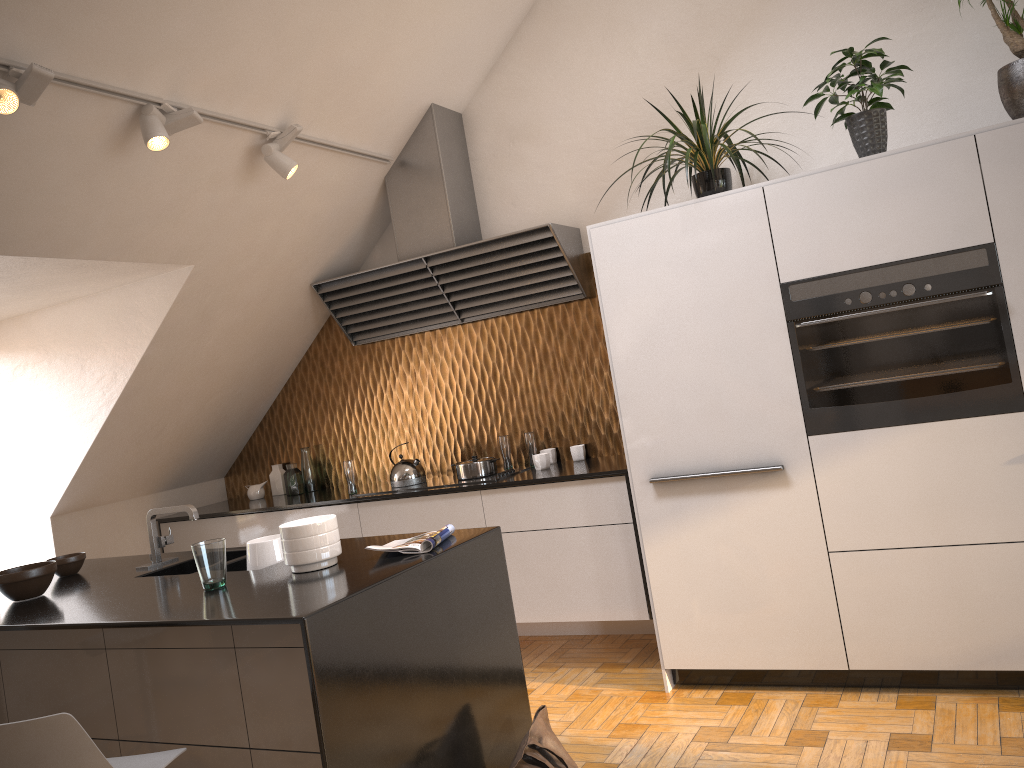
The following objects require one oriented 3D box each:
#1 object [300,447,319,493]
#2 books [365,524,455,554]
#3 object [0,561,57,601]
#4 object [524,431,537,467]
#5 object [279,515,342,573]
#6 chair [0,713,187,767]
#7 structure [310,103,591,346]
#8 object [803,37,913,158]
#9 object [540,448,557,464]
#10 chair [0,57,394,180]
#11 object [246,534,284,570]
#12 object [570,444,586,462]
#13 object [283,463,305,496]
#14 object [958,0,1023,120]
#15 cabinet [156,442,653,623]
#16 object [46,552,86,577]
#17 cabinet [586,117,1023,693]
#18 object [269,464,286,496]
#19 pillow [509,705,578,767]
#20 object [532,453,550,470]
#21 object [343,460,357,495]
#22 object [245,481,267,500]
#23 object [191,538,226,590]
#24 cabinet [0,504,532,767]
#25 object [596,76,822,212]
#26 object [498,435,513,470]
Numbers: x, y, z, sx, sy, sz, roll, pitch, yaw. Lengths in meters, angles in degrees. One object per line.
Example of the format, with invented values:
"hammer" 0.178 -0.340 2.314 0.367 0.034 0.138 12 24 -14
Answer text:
"object" -1.267 0.531 5.503 0.089 0.274 0.089 -10 -2 5
"books" -0.327 0.511 2.886 0.222 0.044 0.282 -9 0 10
"object" -1.730 0.708 3.156 0.206 0.106 0.206 -9 0 -3
"object" 0.105 0.349 4.732 0.062 0.184 0.062 -10 -2 24
"object" -0.637 0.507 2.813 0.180 0.147 0.181 -10 -1 25
"chair" -0.980 1.133 2.036 0.403 0.868 0.429 -10 -2 8
"structure" -0.420 -0.911 4.891 1.533 1.178 0.421 -10 -2 28
"object" 1.365 -1.089 3.469 0.394 0.471 0.364 -10 -2 40
"object" 0.198 0.389 4.746 0.078 0.077 0.077 -10 -1 15
"chair" 0.434 -0.045 2.248 4.006 2.690 3.497 -10 -1 28
"object" -0.855 0.665 3.150 0.190 0.232 0.190 -9 -1 -10
"object" 0.349 0.364 4.660 0.078 0.077 0.077 -9 -1 0
"object" -1.344 0.586 5.443 0.099 0.191 0.068 -10 -2 28
"object" 1.949 -1.429 3.312 0.715 0.949 0.660 -9 -2 -23
"cabinet" -0.650 0.795 4.912 3.081 0.917 0.625 -9 -1 28
"object" -1.804 0.736 3.593 0.145 0.075 0.145 -9 0 -3
"cabinet" 1.629 0.120 3.564 2.243 2.005 0.826 -10 -2 28
"object" -1.482 0.608 5.630 0.099 0.191 0.068 -10 -2 28
"pillow" 0.043 1.220 2.580 0.425 0.390 0.318 -9 -1 -34
"object" 0.152 0.397 4.523 0.078 0.077 0.077 -8 -2 -45
"object" -0.891 0.514 4.889 0.062 0.184 0.062 -10 -2 18
"object" -1.611 0.672 5.585 0.107 0.106 0.177 -9 -1 -36
"object" -0.932 0.560 2.750 0.103 0.141 0.103 -10 -2 18
"cabinet" -1.274 1.043 3.128 2.429 1.137 1.002 -10 -1 28
"object" 0.809 -1.056 3.902 0.924 0.585 1.013 -9 -1 -44
"object" -0.033 0.372 4.803 0.062 0.184 0.062 -10 -2 18
